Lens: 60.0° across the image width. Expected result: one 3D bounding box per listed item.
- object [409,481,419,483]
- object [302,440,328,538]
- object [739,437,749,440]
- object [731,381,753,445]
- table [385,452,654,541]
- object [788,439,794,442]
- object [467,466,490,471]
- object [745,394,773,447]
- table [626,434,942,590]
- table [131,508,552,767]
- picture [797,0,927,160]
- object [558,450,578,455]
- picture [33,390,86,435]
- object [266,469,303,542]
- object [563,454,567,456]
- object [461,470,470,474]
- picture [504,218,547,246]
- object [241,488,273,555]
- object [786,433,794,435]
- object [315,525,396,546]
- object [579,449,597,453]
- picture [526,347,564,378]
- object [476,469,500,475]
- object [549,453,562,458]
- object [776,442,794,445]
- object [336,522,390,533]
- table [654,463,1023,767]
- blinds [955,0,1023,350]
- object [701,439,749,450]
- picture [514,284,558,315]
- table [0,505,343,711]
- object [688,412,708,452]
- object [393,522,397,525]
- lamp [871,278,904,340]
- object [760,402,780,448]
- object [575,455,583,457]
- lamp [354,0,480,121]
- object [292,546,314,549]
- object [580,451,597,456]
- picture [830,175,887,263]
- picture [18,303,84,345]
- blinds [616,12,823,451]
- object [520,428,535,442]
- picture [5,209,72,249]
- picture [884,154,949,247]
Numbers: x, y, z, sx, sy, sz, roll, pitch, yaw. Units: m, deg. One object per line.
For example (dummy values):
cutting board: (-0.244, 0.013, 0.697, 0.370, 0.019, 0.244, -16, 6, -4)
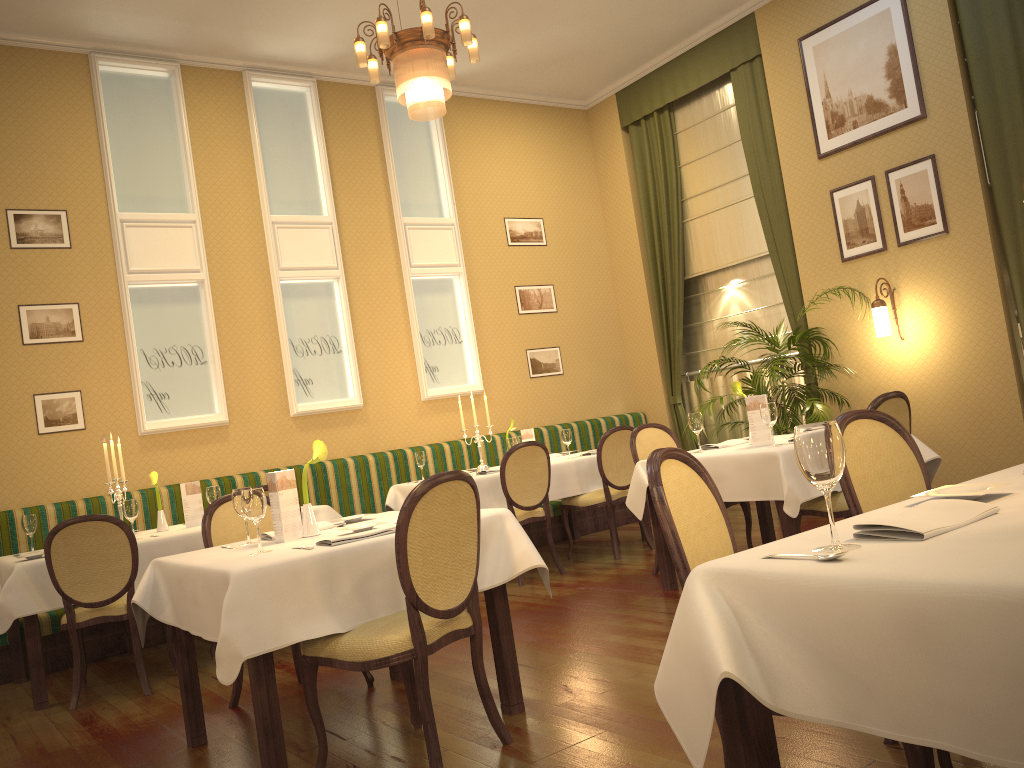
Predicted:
object: (-0.761, 0.755, 6.832, 0.038, 0.015, 0.181, -7, -3, -34)
object: (-0.789, 0.414, 3.517, 0.163, 0.375, 0.076, -10, -3, 31)
object: (1.474, 0.341, 5.485, 0.160, 0.024, 0.160, -7, -3, -36)
object: (1.356, 0.164, 5.128, 0.076, 0.375, 0.163, -8, -3, -14)
table: (0.150, 1.010, 6.989, 2.152, 0.759, 1.385, -7, -3, -36)
object: (1.643, 0.284, 4.825, 0.273, 0.024, 0.142, -7, -3, -36)
object: (-0.289, 0.697, 7.208, 0.160, 0.024, 0.160, -7, -3, -36)
object: (1.340, 0.207, 4.906, 0.081, 0.277, 0.166, -7, -3, -29)
table: (1.528, 0.702, 5.027, 1.395, 0.759, 1.389, -7, -3, -34)
table: (-0.648, 0.959, 3.453, 1.395, 0.759, 1.389, -7, -3, -34)
picture: (2.799, -2.490, 7.172, 0.027, 1.057, 0.966, -7, -3, -36)
object: (0.478, 0.605, 7.740, 0.160, 0.024, 0.160, -7, -3, -36)
picture: (-3.277, 0.205, 6.427, 0.313, 0.294, 0.008, -7, -3, -36)
object: (-0.919, 0.486, 3.521, 0.081, 0.277, 0.166, -9, -3, 11)
object: (0.422, 0.613, 7.643, 0.038, 0.015, 0.181, -7, -3, -34)
object: (-0.484, 0.712, 6.963, 0.273, 0.033, 0.142, -7, -3, -36)
picture: (0.142, -1.563, 9.114, 0.504, 0.294, 0.008, -7, -3, -36)
object: (-0.913, 0.490, 3.169, 0.088, 0.229, 0.088, -9, -3, 6)
object: (1.697, 0.290, 5.145, 0.160, 0.024, 0.160, -7, -3, -36)
object: (-0.543, 0.538, 3.147, 0.273, 0.024, 0.142, -7, -3, -36)
object: (0.659, 0.552, 7.222, 0.160, 0.024, 0.160, -7, -3, -36)
picture: (0.337, -0.223, 9.040, 0.437, 0.294, 0.008, -7, -3, -36)
object: (-0.114, 0.632, 6.496, 0.273, 0.033, 0.142, -7, -3, -36)
object: (0.278, 0.624, 7.558, 0.273, 0.033, 0.142, -7, -3, -36)
object: (1.444, 0.312, 4.664, 0.017, 0.010, 0.185, -7, -3, -36)
object: (-0.566, 0.551, 3.361, 0.160, 0.024, 0.160, -7, -3, -36)
table: (1.423, 0.555, 1.713, 2.152, 0.759, 1.385, -7, -3, -36)
blinds: (4.003, -1.555, 5.762, 0.129, 4.537, 1.878, -7, -3, -36)
object: (1.274, 0.361, 5.304, 0.273, 0.033, 0.142, -7, -3, -36)
picture: (0.249, -0.867, 9.080, 0.504, 0.294, 0.008, -7, -3, -36)
table: (-2.027, 1.268, 5.414, 2.152, 0.759, 1.385, -7, -3, -36)
object: (1.087, 0.282, 5.198, 0.088, 0.229, 0.088, -9, -3, 12)
object: (-0.397, 0.527, 3.318, 0.038, 0.015, 0.181, -7, -3, -34)
lamp: (2.949, -0.587, 7.018, 0.114, 0.513, 0.323, -11, -4, 43)
object: (1.345, 0.213, 4.607, 0.088, 0.229, 0.088, -9, -3, 12)
object: (0.492, 0.571, 6.951, 0.017, 0.010, 0.185, -7, -3, -36)
lamp: (-0.564, -2.255, 4.540, 0.593, 1.796, 0.593, -7, -4, -38)
object: (-0.733, 0.569, 3.090, 0.017, 0.010, 0.185, -7, -3, -36)
object: (0.682, 0.539, 7.007, 0.273, 0.024, 0.142, -7, -3, -36)
picture: (2.845, -1.352, 7.301, 0.022, 0.619, 0.412, -7, -3, -36)
picture: (-3.361, -0.440, 6.470, 0.401, 0.294, 0.008, -7, -3, -36)
blinds: (2.008, -1.108, 8.612, 0.225, 4.537, 1.934, -7, -3, -37)
object: (0.126, 0.498, 7.046, 0.081, 0.277, 0.166, -8, -3, -19)
picture: (-3.468, -1.136, 6.504, 0.401, 0.294, 0.008, -7, -3, -36)
picture: (3.135, -1.417, 6.889, 0.022, 0.619, 0.412, -7, -3, -36)
